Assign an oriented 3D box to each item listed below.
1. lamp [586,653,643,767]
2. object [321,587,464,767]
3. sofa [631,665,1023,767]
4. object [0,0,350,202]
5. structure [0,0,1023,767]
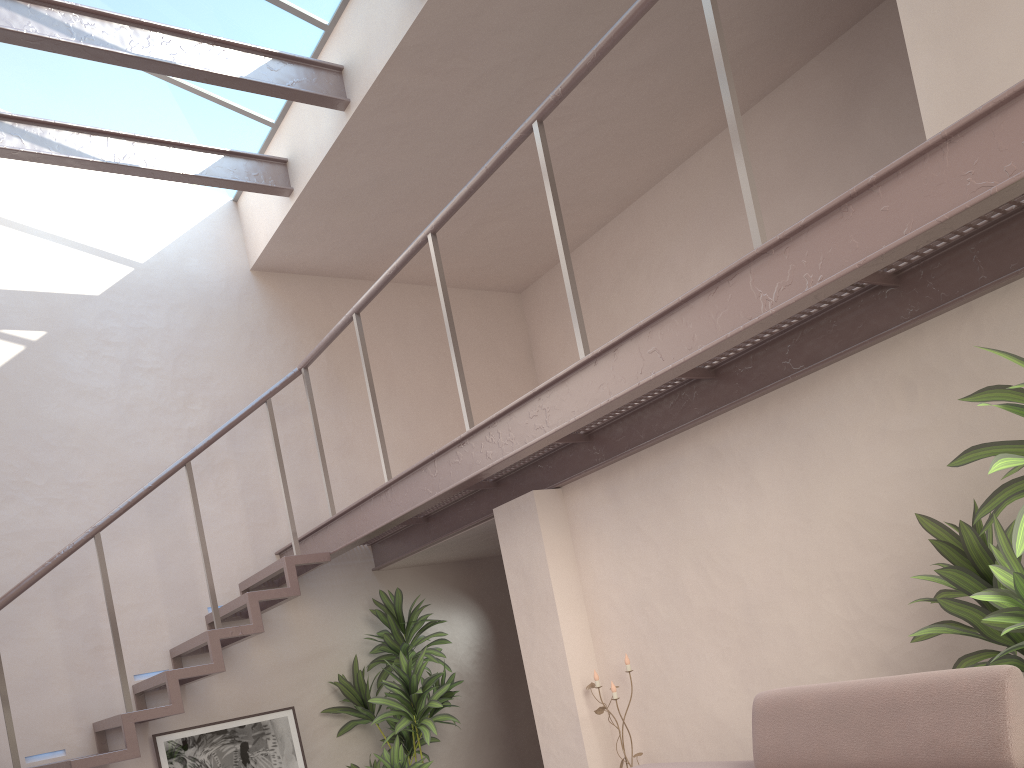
[{"bbox_3d":[0.563,1.884,4.440,0.235,1.104,0.343,-11,-3,-3],"label":"lamp"},{"bbox_3d":[-0.730,2.245,5.996,0.963,1.828,1.111,-10,-6,-18],"label":"object"},{"bbox_3d":[0.256,1.298,2.049,2.177,0.916,3.248,-1,-19,-35],"label":"sofa"},{"bbox_3d":[-1.770,-2.437,3.925,2.357,0.654,4.680,0,-20,-34],"label":"object"},{"bbox_3d":[-0.553,0.489,2.649,3.806,3.122,7.408,-4,-16,-35],"label":"structure"}]
